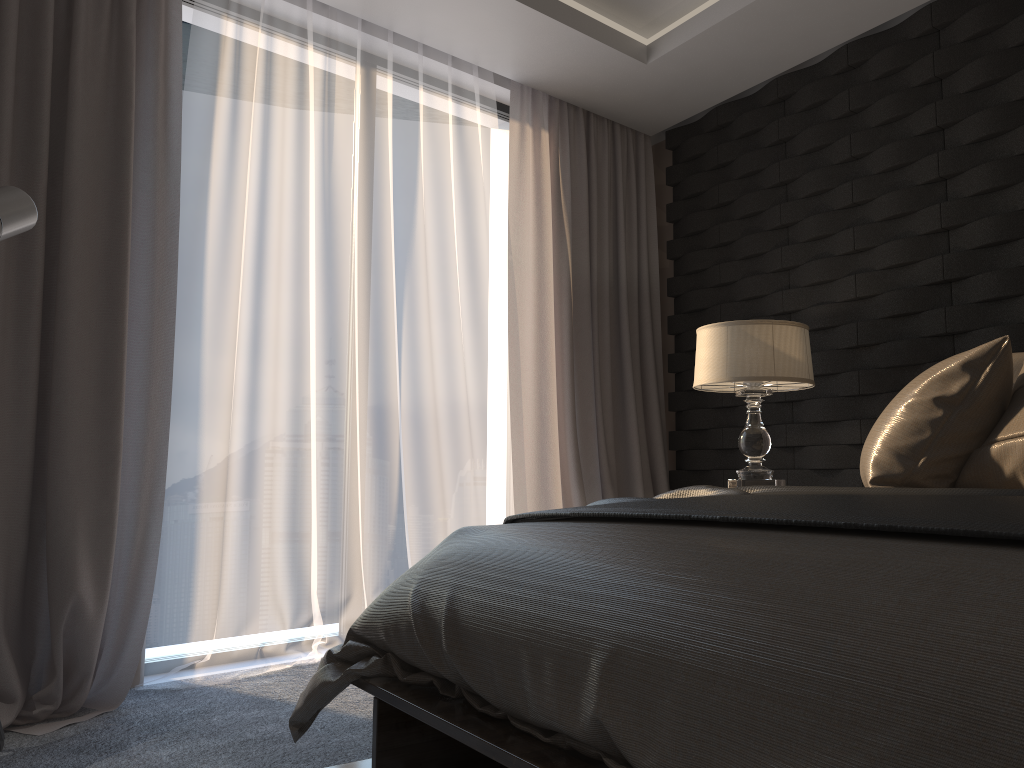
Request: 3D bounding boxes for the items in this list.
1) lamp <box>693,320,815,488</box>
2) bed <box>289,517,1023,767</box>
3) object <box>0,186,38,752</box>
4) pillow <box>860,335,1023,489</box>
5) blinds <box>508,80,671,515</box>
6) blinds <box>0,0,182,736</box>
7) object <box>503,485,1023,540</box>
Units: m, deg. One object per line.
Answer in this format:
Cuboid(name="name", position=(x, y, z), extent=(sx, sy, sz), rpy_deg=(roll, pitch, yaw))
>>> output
Cuboid(name="lamp", position=(0.931, 0.101, 3.385), extent=(0.468, 0.631, 0.463), rpy_deg=(0, -6, -1))
Cuboid(name="bed", position=(1.052, 0.547, 1.763), extent=(2.412, 0.625, 2.172), rpy_deg=(4, -7, -33))
Cuboid(name="object", position=(-1.315, 0.168, 1.837), extent=(0.651, 1.407, 0.563), rpy_deg=(6, -8, -41))
Cuboid(name="pillow", position=(1.379, 0.019, 2.087), extent=(0.945, 0.519, 1.194), rpy_deg=(4, -7, -31))
Cuboid(name="blinds", position=(0.442, -0.212, 4.239), extent=(1.056, 2.643, 0.321), rpy_deg=(6, -8, -42))
Cuboid(name="blinds", position=(-1.454, -0.382, 2.473), extent=(1.109, 2.644, 0.338), rpy_deg=(6, -8, -41))
Cuboid(name="object", position=(0.658, 0.343, 1.516), extent=(0.651, 0.323, 1.944), rpy_deg=(4, -7, -32))
